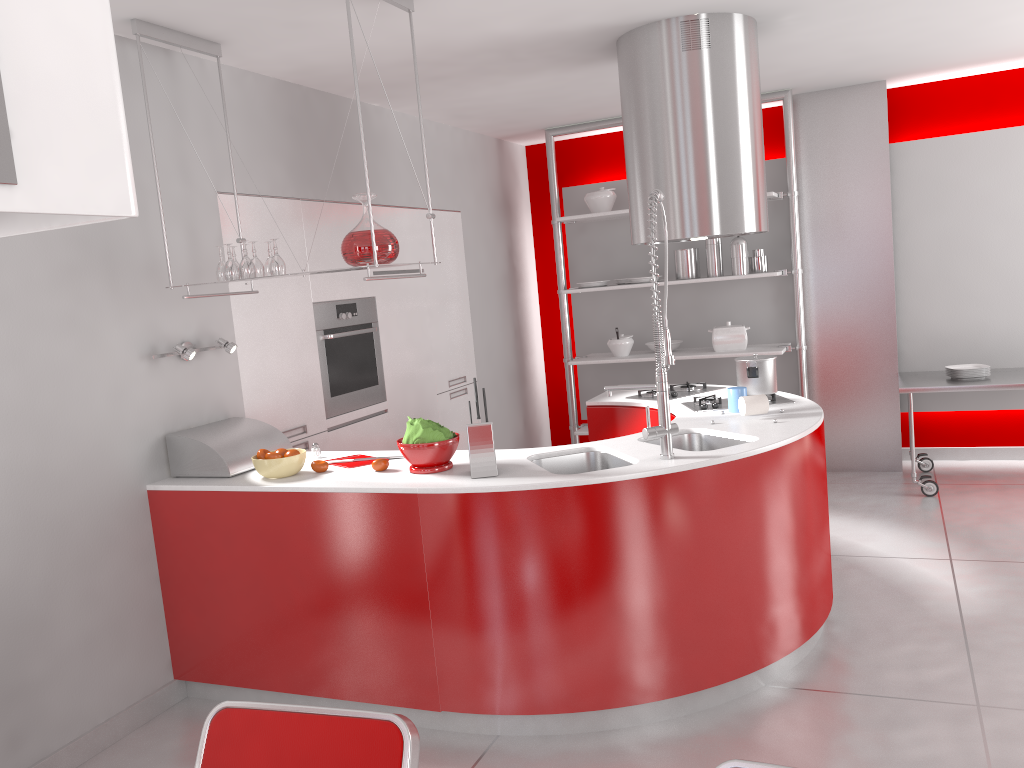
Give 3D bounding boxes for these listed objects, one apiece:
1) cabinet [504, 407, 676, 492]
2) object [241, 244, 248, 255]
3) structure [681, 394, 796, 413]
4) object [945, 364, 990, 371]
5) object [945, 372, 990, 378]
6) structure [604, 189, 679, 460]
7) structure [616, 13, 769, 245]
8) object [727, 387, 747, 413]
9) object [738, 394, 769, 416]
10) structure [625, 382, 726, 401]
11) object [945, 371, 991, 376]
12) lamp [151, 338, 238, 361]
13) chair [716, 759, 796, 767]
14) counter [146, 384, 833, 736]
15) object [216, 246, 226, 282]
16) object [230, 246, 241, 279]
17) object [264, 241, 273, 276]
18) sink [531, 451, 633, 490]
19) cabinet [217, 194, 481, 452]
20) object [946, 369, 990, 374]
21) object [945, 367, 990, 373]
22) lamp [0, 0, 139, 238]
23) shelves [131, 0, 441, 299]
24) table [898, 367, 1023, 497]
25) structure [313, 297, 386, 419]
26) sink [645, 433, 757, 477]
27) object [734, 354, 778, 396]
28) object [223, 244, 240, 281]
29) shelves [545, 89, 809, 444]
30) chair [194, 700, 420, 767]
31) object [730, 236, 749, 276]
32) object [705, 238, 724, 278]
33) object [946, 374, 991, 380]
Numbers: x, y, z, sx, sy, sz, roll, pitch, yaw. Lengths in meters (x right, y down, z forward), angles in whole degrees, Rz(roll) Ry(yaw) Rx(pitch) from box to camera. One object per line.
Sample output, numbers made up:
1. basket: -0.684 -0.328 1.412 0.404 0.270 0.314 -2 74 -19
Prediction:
1. cabinet: -0.092 0.628 3.893 1.875 0.761 1.025 -8 7 -21
2. object: -1.040 -0.477 3.480 0.060 0.141 0.060 -2 7 23
3. structure: 1.033 0.071 4.080 0.457 0.037 0.303 -5 7 -1
4. object: 2.805 -0.097 5.463 0.228 0.020 0.228 -5 7 5
5. object: 2.809 -0.057 5.467 0.228 0.020 0.228 -5 7 5
6. structure: 0.474 -0.205 3.063 0.308 0.920 0.178 -8 7 -23
7. structure: 0.856 -1.166 4.206 0.644 0.958 0.644 -6 7 -10
8. object: 0.951 0.064 3.758 0.080 0.100 0.109 -6 7 -3
9. object: 0.984 0.085 3.633 0.100 0.080 0.109 -6 7 -6
10. structure: 0.846 0.030 4.579 0.457 0.037 0.303 -10 8 -36
11. object: 2.808 -0.067 5.466 0.228 0.020 0.228 -5 7 5
12. lamp: -1.273 -0.137 3.622 0.155 0.081 0.454 -2 7 23
13. chair: 0.395 0.961 1.020 0.418 0.857 0.460 -2 8 28
14. counter: 0.142 0.655 3.751 2.865 0.880 1.868 -9 8 -32
15. object: -1.129 -0.466 3.460 0.060 0.141 0.060 -2 7 23
16. object: -1.106 -0.478 3.542 0.060 0.141 0.060 -2 7 23
17. object: -0.941 -0.484 3.463 0.060 0.141 0.060 -2 7 23
18. sink: 0.255 0.374 3.178 0.326 0.172 0.428 -7 7 -15
19. cabinet: -1.001 0.015 5.185 0.614 2.026 2.398 -2 7 23
20. object: 2.807 -0.077 5.465 0.228 0.020 0.228 -5 7 5
21. object: 2.806 -0.087 5.464 0.228 0.020 0.228 -5 7 5
22. lamp: -0.404 -0.553 0.251 0.304 1.025 0.304 -2 7 23
23. shelves: -0.829 -0.871 3.306 0.934 1.023 0.462 -2 7 23
24. table: 3.237 0.278 5.383 1.627 0.682 0.749 -2 7 25
25. structure: -0.847 -0.156 4.763 0.050 0.589 0.599 -2 7 23
26. sink: 0.705 0.312 3.354 0.326 0.172 0.428 -9 7 -27
27. object: 1.121 -0.048 4.067 0.189 0.185 0.218 -7 7 -14
28. object: -1.074 -0.462 3.382 0.060 0.141 0.060 -5 7 1
29. shelves: 1.147 -0.597 6.246 1.735 2.599 0.535 -2 7 23
30. chair: -0.369 0.993 1.358 0.418 0.857 0.460 -3 7 19
31. object: 1.509 -0.861 5.886 0.115 0.274 0.115 -3 7 16
32. object: 1.366 -0.889 5.997 0.109 0.329 0.110 -3 7 21
33. object: 2.810 -0.047 5.469 0.228 0.020 0.228 -5 7 5
